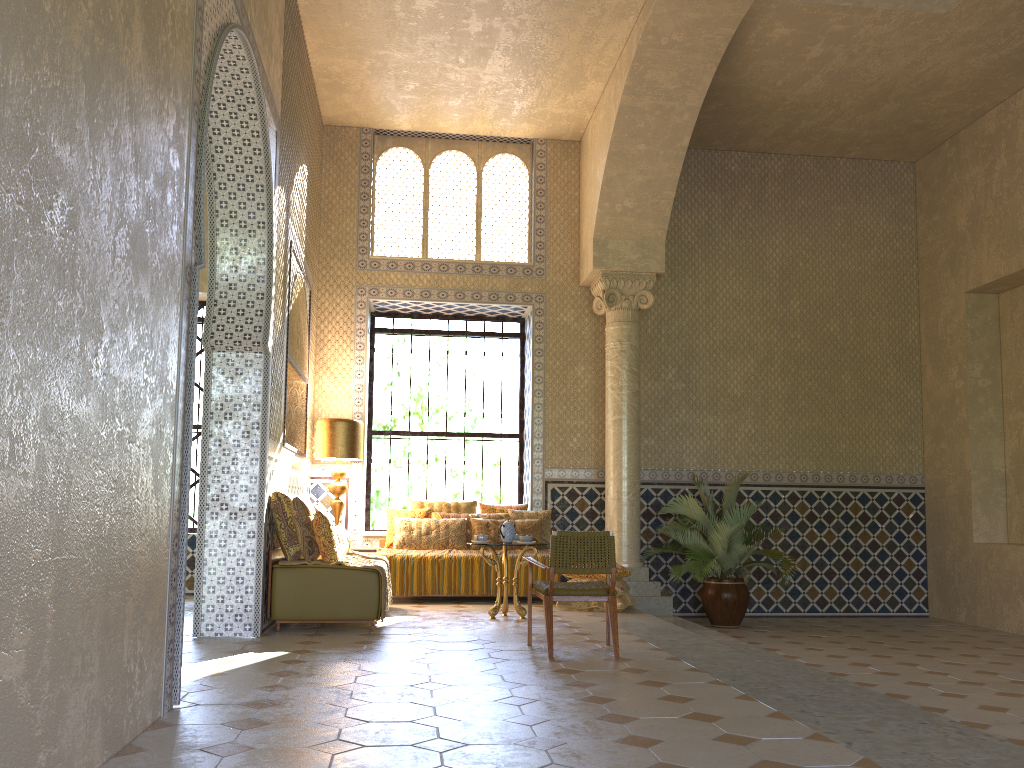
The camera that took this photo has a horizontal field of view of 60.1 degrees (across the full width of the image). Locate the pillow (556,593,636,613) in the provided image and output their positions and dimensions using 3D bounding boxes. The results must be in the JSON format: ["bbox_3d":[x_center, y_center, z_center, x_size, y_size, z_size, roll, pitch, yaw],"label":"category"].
[{"bbox_3d":[1.256,3.193,13.027,0.991,0.366,1.049,-2,-8,18],"label":"pillow"}]

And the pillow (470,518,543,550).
[{"bbox_3d":[-0.086,2.448,14.301,1.191,0.544,0.331,2,-6,-7],"label":"pillow"}]

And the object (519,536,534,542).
[{"bbox_3d":[0.185,2.023,11.499,0.183,0.100,0.185,2,-8,-11],"label":"object"}]

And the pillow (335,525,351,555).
[{"bbox_3d":[-2.365,2.181,12.206,0.271,0.448,0.988,1,-8,-7],"label":"pillow"}]

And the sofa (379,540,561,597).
[{"bbox_3d":[-0.725,2.990,14.147,2.850,0.932,1.281,2,-7,-7],"label":"sofa"}]

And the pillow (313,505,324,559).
[{"bbox_3d":[-2.468,1.896,11.355,0.340,0.689,0.745,1,-7,-6],"label":"pillow"}]

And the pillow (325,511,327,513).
[{"bbox_3d":[-2.565,2.042,12.146,0.313,0.634,0.685,1,-7,-6],"label":"pillow"}]

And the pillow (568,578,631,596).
[{"bbox_3d":[1.241,2.991,13.034,0.932,0.345,0.886,-1,-8,13],"label":"pillow"}]

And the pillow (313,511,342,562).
[{"bbox_3d":[-2.180,1.832,10.495,0.345,0.648,0.689,1,-7,-7],"label":"pillow"}]

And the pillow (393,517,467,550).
[{"bbox_3d":[-1.303,2.411,14.157,1.191,0.544,0.331,2,-6,-7],"label":"pillow"}]

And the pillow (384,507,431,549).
[{"bbox_3d":[-1.690,2.350,14.359,0.741,0.689,0.342,1,-6,-6],"label":"pillow"}]

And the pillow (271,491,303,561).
[{"bbox_3d":[-2.681,1.737,10.815,0.422,0.827,1.200,1,-7,-7],"label":"pillow"}]

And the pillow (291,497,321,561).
[{"bbox_3d":[-2.456,1.752,10.614,0.383,0.776,0.839,1,-7,-6],"label":"pillow"}]

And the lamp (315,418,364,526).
[{"bbox_3d":[-2.739,1.967,13.895,0.738,2.799,0.739,5,-7,-37],"label":"lamp"}]

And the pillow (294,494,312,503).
[{"bbox_3d":[-2.824,1.910,11.998,0.422,0.827,1.200,1,-7,-7],"label":"pillow"}]

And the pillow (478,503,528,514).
[{"bbox_3d":[-0.136,2.391,14.824,0.855,0.796,0.395,1,-6,-6],"label":"pillow"}]

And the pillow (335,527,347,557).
[{"bbox_3d":[-2.254,2.045,11.280,0.271,0.448,0.988,1,-8,-7],"label":"pillow"}]

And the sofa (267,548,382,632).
[{"bbox_3d":[-2.276,2.566,11.417,1.273,0.932,2.867,2,-8,-7],"label":"sofa"}]

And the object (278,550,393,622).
[{"bbox_3d":[-2.213,2.558,11.413,1.314,0.714,2.904,2,-8,-6],"label":"object"}]

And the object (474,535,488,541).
[{"bbox_3d":[-0.411,2.048,11.712,0.184,0.100,0.184,4,-9,-25],"label":"object"}]

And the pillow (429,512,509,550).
[{"bbox_3d":[-0.686,2.407,14.455,1.341,0.612,0.372,2,-6,-7],"label":"pillow"}]

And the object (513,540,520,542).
[{"bbox_3d":[0.061,2.152,12.118,0.256,0.032,0.257,5,-9,-28],"label":"object"}]

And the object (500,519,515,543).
[{"bbox_3d":[-0.057,1.957,11.803,0.273,0.322,0.200,3,-6,-17],"label":"object"}]

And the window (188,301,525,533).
[{"bbox_3d":[-3.947,0.590,15.346,8.486,3.969,0.577,2,-6,-10],"label":"window"}]

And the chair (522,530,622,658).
[{"bbox_3d":[0.633,2.084,8.967,0.950,1.203,0.912,1,-6,-7],"label":"chair"}]

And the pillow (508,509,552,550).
[{"bbox_3d":[0.303,2.410,14.595,0.741,0.689,0.342,1,-6,-6],"label":"pillow"}]

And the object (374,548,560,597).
[{"bbox_3d":[-0.757,2.971,14.081,2.886,0.714,1.322,2,-8,-7],"label":"object"}]

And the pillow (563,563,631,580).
[{"bbox_3d":[1.261,2.783,13.046,0.805,0.309,0.752,-3,-9,27],"label":"pillow"}]

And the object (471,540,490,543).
[{"bbox_3d":[-0.411,2.085,11.709,0.256,0.032,0.257,5,-9,-28],"label":"object"}]

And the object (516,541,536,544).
[{"bbox_3d":[0.184,2.061,11.496,0.256,0.032,0.257,2,-9,-10],"label":"object"}]

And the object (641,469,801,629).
[{"bbox_3d":[3.491,2.606,14.099,2.644,2.489,2.175,3,-7,-20],"label":"object"}]

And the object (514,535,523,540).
[{"bbox_3d":[0.061,2.114,12.121,0.184,0.100,0.184,3,-8,-18],"label":"object"}]

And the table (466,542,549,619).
[{"bbox_3d":[-0.064,2.596,11.703,1.101,0.975,1.106,-2,-8,23],"label":"table"}]

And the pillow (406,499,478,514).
[{"bbox_3d":[-1.158,2.323,14.648,1.192,0.828,0.424,2,-6,-7],"label":"pillow"}]
